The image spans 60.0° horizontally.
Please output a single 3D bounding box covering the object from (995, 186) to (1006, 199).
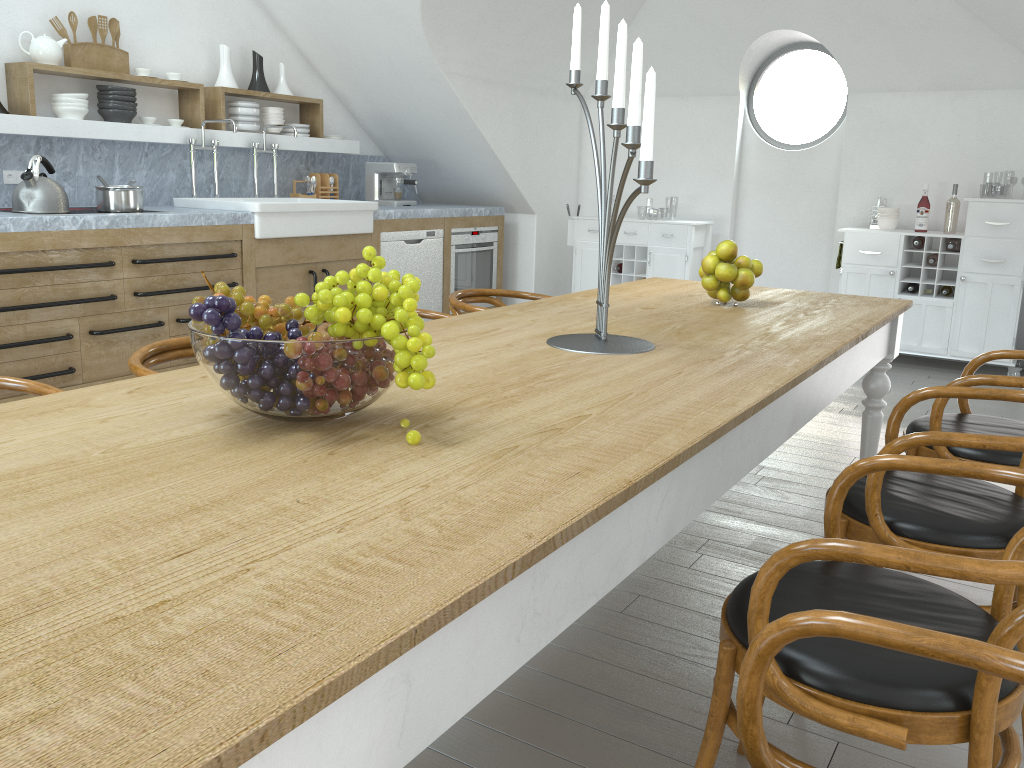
[{"bbox_3d":[3.173,-1.250,5.791,0.077,0.085,0.077,12,16,38],"label":"object"}]

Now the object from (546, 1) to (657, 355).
[{"bbox_3d":[0.238,-0.537,2.154,0.265,0.870,0.779,3,12,5],"label":"object"}]

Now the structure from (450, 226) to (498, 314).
[{"bbox_3d":[-0.533,-0.925,6.948,0.632,0.633,0.635,9,14,31],"label":"structure"}]

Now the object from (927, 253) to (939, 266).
[{"bbox_3d":[2.883,-0.847,6.050,0.085,0.085,0.332,9,15,30],"label":"object"}]

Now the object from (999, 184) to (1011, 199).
[{"bbox_3d":[3.239,-1.266,5.840,0.071,0.098,0.071,12,16,39],"label":"object"}]

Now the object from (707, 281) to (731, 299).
[{"bbox_3d":[0.692,-0.321,2.969,0.080,0.073,0.079,-1,13,-13],"label":"object"}]

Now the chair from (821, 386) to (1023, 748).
[{"bbox_3d":[1.048,0.388,2.101,0.622,0.730,0.529,8,13,26],"label":"chair"}]

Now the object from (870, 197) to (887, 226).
[{"bbox_3d":[2.649,-1.246,6.396,0.116,0.208,0.065,10,14,33],"label":"object"}]

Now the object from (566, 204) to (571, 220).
[{"bbox_3d":[0.480,-1.327,7.205,0.088,0.267,0.029,3,12,5],"label":"object"}]

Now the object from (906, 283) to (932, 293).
[{"bbox_3d":[2.815,-0.668,6.122,0.156,0.085,0.332,10,15,32],"label":"object"}]

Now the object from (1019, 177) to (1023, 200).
[{"bbox_3d":[3.313,-1.263,5.732,0.046,0.142,0.046,12,16,42],"label":"object"}]

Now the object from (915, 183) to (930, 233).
[{"bbox_3d":[2.814,-1.203,6.060,0.081,0.328,0.081,8,13,27],"label":"object"}]

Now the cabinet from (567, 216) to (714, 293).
[{"bbox_3d":[0.992,-0.917,7.073,1.137,0.784,0.499,9,14,31],"label":"cabinet"}]

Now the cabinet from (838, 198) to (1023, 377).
[{"bbox_3d":[2.899,-0.707,6.125,1.245,1.147,0.612,9,14,31],"label":"cabinet"}]

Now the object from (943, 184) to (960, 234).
[{"bbox_3d":[2.964,-1.176,5.962,0.085,0.329,0.086,0,12,-9],"label":"object"}]

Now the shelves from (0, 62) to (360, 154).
[{"bbox_3d":[-2.553,-1.882,4.150,0.480,1.353,5.575,7,14,25],"label":"shelves"}]

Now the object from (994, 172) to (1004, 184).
[{"bbox_3d":[3.229,-1.321,5.899,0.054,0.178,0.054,7,13,25],"label":"object"}]

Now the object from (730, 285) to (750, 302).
[{"bbox_3d":[0.757,-0.305,2.938,0.063,0.063,0.064,13,17,42],"label":"object"}]

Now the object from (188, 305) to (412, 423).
[{"bbox_3d":[-0.331,-0.023,1.436,0.360,0.158,0.362,4,13,12],"label":"object"}]

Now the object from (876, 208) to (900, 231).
[{"bbox_3d":[2.614,-1.147,6.167,0.158,0.159,0.155,-5,14,-29],"label":"object"}]

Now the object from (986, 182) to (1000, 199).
[{"bbox_3d":[3.105,-1.249,5.737,0.082,0.104,0.082,-3,13,-20],"label":"object"}]

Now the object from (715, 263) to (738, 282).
[{"bbox_3d":[0.690,-0.359,2.858,0.071,0.063,0.072,7,14,24],"label":"object"}]

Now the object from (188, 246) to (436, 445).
[{"bbox_3d":[-0.315,-0.078,1.399,0.393,0.282,0.294,1,12,-4],"label":"object"}]

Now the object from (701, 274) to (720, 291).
[{"bbox_3d":[0.650,-0.333,2.904,0.060,0.055,0.060,8,14,26],"label":"object"}]

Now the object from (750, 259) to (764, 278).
[{"bbox_3d":[0.800,-0.381,2.931,0.063,0.063,0.062,1,12,-6],"label":"object"}]

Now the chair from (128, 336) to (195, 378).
[{"bbox_3d":[-0.686,0.272,2.368,0.622,0.730,0.529,8,14,28],"label":"chair"}]

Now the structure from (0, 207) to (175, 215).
[{"bbox_3d":[-2.204,-0.845,4.424,0.649,0.041,0.740,10,15,31],"label":"structure"}]

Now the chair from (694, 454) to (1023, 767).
[{"bbox_3d":[0.649,0.515,1.501,0.622,0.730,0.529,9,14,31],"label":"chair"}]

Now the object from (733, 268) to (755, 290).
[{"bbox_3d":[0.751,-0.340,2.873,0.071,0.072,0.071,1,12,-4],"label":"object"}]

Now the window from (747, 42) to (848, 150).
[{"bbox_3d":[2.224,-2.213,6.847,0.902,0.894,0.060,9,14,31],"label":"window"}]

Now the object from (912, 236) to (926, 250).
[{"bbox_3d":[2.798,-0.969,6.074,0.093,0.094,0.360,9,15,31],"label":"object"}]

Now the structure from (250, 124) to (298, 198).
[{"bbox_3d":[-1.509,-1.419,5.788,0.333,0.526,0.215,4,12,12],"label":"structure"}]

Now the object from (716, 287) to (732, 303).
[{"bbox_3d":[0.696,-0.292,2.906,0.050,0.050,0.051,10,15,34],"label":"object"}]

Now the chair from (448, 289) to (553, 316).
[{"bbox_3d":[0.040,0.007,3.605,0.622,0.730,0.529,8,14,28],"label":"chair"}]

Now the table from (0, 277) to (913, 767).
[{"bbox_3d":[0.132,0.306,2.174,1.020,0.794,3.362,9,15,31],"label":"table"}]

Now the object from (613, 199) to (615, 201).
[{"bbox_3d":[0.811,-1.456,7.273,0.097,0.136,0.029,10,14,34],"label":"object"}]

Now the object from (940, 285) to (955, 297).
[{"bbox_3d":[2.959,-0.638,6.028,0.081,0.080,0.360,9,15,29],"label":"object"}]

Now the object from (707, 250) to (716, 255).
[{"bbox_3d":[0.688,-0.424,2.993,0.062,0.059,0.062,9,14,31],"label":"object"}]

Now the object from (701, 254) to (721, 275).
[{"bbox_3d":[0.656,-0.391,2.917,0.066,0.071,0.073,2,12,1],"label":"object"}]

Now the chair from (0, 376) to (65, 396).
[{"bbox_3d":[-1.121,0.392,1.794,0.622,0.730,0.529,9,14,31],"label":"chair"}]

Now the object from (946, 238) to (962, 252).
[{"bbox_3d":[2.969,-0.933,5.961,0.088,0.084,0.361,9,15,31],"label":"object"}]

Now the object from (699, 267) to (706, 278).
[{"bbox_3d":[0.660,-0.376,2.980,0.062,0.059,0.062,11,15,35],"label":"object"}]

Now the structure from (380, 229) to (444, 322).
[{"bbox_3d":[-0.939,-0.699,6.338,0.600,0.818,0.727,9,14,31],"label":"structure"}]

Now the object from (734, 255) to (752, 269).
[{"bbox_3d":[0.754,-0.392,2.896,0.053,0.057,0.058,-10,17,-43],"label":"object"}]

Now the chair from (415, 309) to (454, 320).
[{"bbox_3d":[-0.351,0.134,3.006,0.623,0.730,0.529,10,15,34],"label":"chair"}]

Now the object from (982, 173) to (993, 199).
[{"bbox_3d":[3.115,-1.299,5.810,0.048,0.168,0.048,-4,13,-25],"label":"object"}]

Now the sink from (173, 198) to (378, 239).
[{"bbox_3d":[-1.429,-1.034,5.468,0.729,0.201,1.025,10,15,31],"label":"sink"}]

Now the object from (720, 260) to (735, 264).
[{"bbox_3d":[0.719,-0.398,2.955,0.053,0.050,0.053,2,12,3],"label":"object"}]

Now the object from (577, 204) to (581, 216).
[{"bbox_3d":[0.527,-1.319,7.177,0.029,0.267,0.089,-5,14,-31],"label":"object"}]

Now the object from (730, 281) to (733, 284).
[{"bbox_3d":[0.760,-0.370,2.977,0.076,0.076,0.077,1,12,-1],"label":"object"}]

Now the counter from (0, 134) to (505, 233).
[{"bbox_3d":[-2.120,-1.158,4.619,0.963,0.616,6.602,9,15,31],"label":"counter"}]

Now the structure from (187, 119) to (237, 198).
[{"bbox_3d":[-1.768,-1.332,5.380,0.333,0.526,0.215,4,12,12],"label":"structure"}]

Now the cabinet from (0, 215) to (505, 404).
[{"bbox_3d":[-2.165,-0.343,4.709,1.006,1.016,6.454,9,15,31],"label":"cabinet"}]

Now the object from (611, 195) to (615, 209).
[{"bbox_3d":[0.819,-1.463,7.245,0.039,0.163,0.024,13,16,43],"label":"object"}]

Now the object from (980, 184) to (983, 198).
[{"bbox_3d":[3.156,-1.275,5.879,0.094,0.093,0.094,-4,14,-25],"label":"object"}]

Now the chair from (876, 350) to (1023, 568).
[{"bbox_3d":[1.489,0.270,2.668,0.623,0.730,0.529,10,15,34],"label":"chair"}]

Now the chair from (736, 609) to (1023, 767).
[{"bbox_3d":[0.299,0.649,0.874,0.623,0.730,0.529,10,15,34],"label":"chair"}]

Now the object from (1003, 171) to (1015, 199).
[{"bbox_3d":[3.291,-1.319,5.882,0.063,0.186,0.063,6,12,17],"label":"object"}]

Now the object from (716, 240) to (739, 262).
[{"bbox_3d":[0.706,-0.436,2.909,0.072,0.074,0.073,9,14,31],"label":"object"}]

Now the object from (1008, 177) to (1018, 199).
[{"bbox_3d":[3.241,-1.267,5.739,0.046,0.142,0.046,12,16,42],"label":"object"}]
